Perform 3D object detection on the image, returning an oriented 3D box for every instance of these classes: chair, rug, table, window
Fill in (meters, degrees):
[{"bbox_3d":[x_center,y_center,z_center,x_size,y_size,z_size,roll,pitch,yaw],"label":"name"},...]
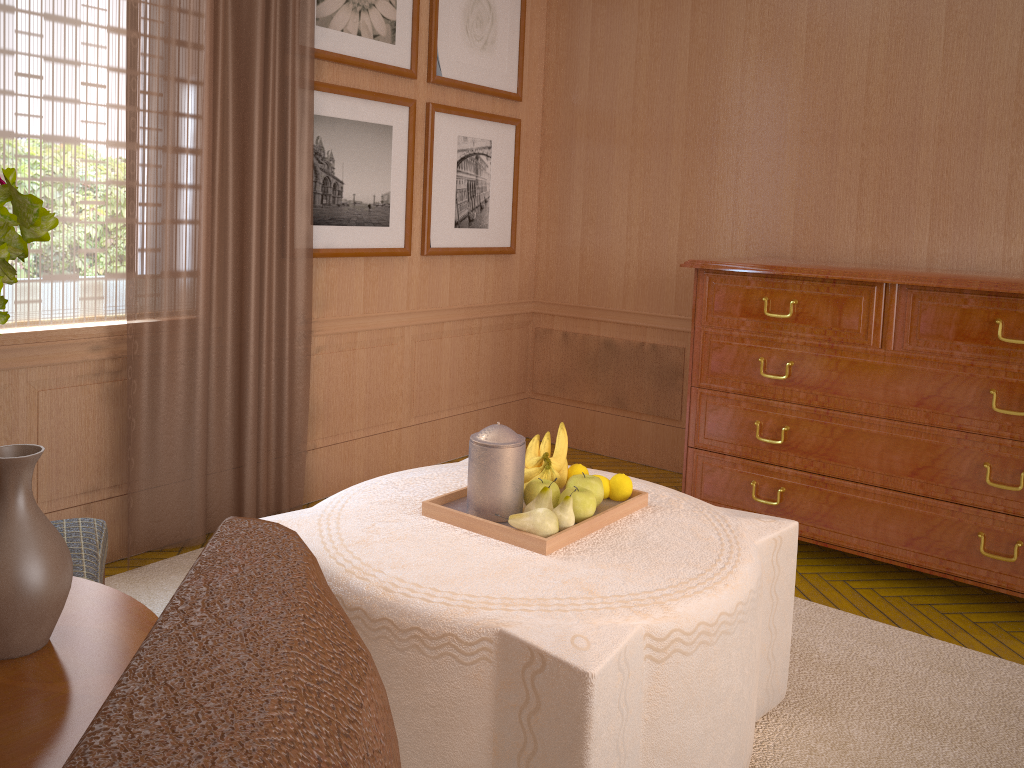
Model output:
[{"bbox_3d":[-2.083,0.608,2.611,1.721,1.955,1.934,-1,8,-28],"label":"chair"},{"bbox_3d":[0.551,1.782,2.307,8.017,0.020,6.039,11,14,36],"label":"rug"},{"bbox_3d":[-1.089,1.173,1.488,1.048,1.360,0.929,9,9,44],"label":"table"},{"bbox_3d":[-2.889,-1.949,4.934,0.852,3.347,2.447,6,7,36],"label":"window"},{"bbox_3d":[0.533,1.101,0.660,1.912,1.955,1.741,4,7,12],"label":"chair"}]

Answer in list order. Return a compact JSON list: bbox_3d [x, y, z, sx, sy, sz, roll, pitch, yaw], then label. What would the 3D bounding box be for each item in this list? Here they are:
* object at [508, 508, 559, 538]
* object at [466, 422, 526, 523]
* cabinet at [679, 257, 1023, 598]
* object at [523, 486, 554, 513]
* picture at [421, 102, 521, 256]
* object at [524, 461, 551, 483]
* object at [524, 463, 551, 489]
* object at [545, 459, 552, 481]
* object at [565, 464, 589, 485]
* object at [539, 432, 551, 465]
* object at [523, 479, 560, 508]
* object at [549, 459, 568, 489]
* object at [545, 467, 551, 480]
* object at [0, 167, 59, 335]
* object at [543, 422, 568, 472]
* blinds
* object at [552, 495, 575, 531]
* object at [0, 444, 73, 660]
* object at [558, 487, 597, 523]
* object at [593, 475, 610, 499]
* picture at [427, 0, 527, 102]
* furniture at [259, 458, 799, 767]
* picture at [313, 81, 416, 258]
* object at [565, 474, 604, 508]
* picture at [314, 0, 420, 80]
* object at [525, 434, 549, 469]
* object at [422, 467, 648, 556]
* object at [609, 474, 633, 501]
[{"bbox_3d":[0.092,0.553,3.433,0.194,0.127,0.134,-3,10,-33],"label":"object"},{"bbox_3d":[-0.065,0.352,3.692,0.234,0.389,0.237,3,6,4],"label":"object"},{"bbox_3d":[2.638,0.218,5.866,2.787,1.924,1.424,9,9,37],"label":"cabinet"},{"bbox_3d":[0.112,0.510,3.598,0.130,0.195,0.131,1,7,-17],"label":"object"},{"bbox_3d":[-0.329,-1.753,7.693,0.048,1.237,1.257,6,8,36],"label":"picture"},{"bbox_3d":[0.036,0.351,3.973,0.104,0.157,0.380,-1,10,-29],"label":"object"},{"bbox_3d":[0.022,0.404,3.967,0.071,0.184,0.396,-2,10,-39],"label":"object"},{"bbox_3d":[0.163,0.391,4.031,0.062,0.197,0.391,3,10,2],"label":"object"},{"bbox_3d":[0.303,0.438,4.110,0.114,0.132,0.109,2,7,-6],"label":"object"},{"bbox_3d":[0.143,0.345,4.030,0.065,0.170,0.382,3,10,3],"label":"object"},{"bbox_3d":[0.128,0.481,3.757,0.160,0.133,0.156,10,11,41],"label":"object"},{"bbox_3d":[0.221,0.380,4.031,0.072,0.170,0.402,4,10,12],"label":"object"},{"bbox_3d":[0.071,0.398,4.009,0.062,0.180,0.400,0,10,-24],"label":"object"},{"bbox_3d":[-1.008,-0.041,1.398,0.458,1.079,0.527,6,7,35],"label":"object"},{"bbox_3d":[0.213,0.302,4.031,0.071,0.167,0.409,4,10,13],"label":"object"},{"bbox_3d":[-1.803,-1.361,5.579,0.268,4.747,1.453,5,6,35],"label":"blinds"},{"bbox_3d":[0.203,0.514,3.522,0.098,0.147,0.099,1,7,-17],"label":"object"},{"bbox_3d":[-0.893,0.296,1.581,0.186,0.354,0.188,0,6,-20],"label":"object"},{"bbox_3d":[0.273,0.505,3.667,0.160,0.133,0.156,10,11,41],"label":"object"},{"bbox_3d":[0.392,0.467,3.983,0.135,0.109,0.111,9,10,39],"label":"object"},{"bbox_3d":[-0.268,-3.143,7.592,0.048,1.237,1.257,6,8,36],"label":"picture"},{"bbox_3d":[0.049,1.006,3.800,1.963,0.890,1.965,9,12,33],"label":"furniture"},{"bbox_3d":[-1.178,-1.572,6.573,0.048,1.237,1.257,6,8,36],"label":"picture"},{"bbox_3d":[0.315,0.472,3.824,0.169,0.146,0.175,2,8,-7],"label":"object"},{"bbox_3d":[-1.117,-2.962,6.472,0.048,1.237,1.257,6,8,36],"label":"picture"},{"bbox_3d":[0.101,0.322,4.052,0.091,0.127,0.414,2,10,-5],"label":"object"},{"bbox_3d":[0.116,0.521,3.832,0.644,0.059,0.806,11,14,36],"label":"object"},{"bbox_3d":[0.487,0.469,3.966,0.114,0.132,0.109,2,7,-6],"label":"object"}]
